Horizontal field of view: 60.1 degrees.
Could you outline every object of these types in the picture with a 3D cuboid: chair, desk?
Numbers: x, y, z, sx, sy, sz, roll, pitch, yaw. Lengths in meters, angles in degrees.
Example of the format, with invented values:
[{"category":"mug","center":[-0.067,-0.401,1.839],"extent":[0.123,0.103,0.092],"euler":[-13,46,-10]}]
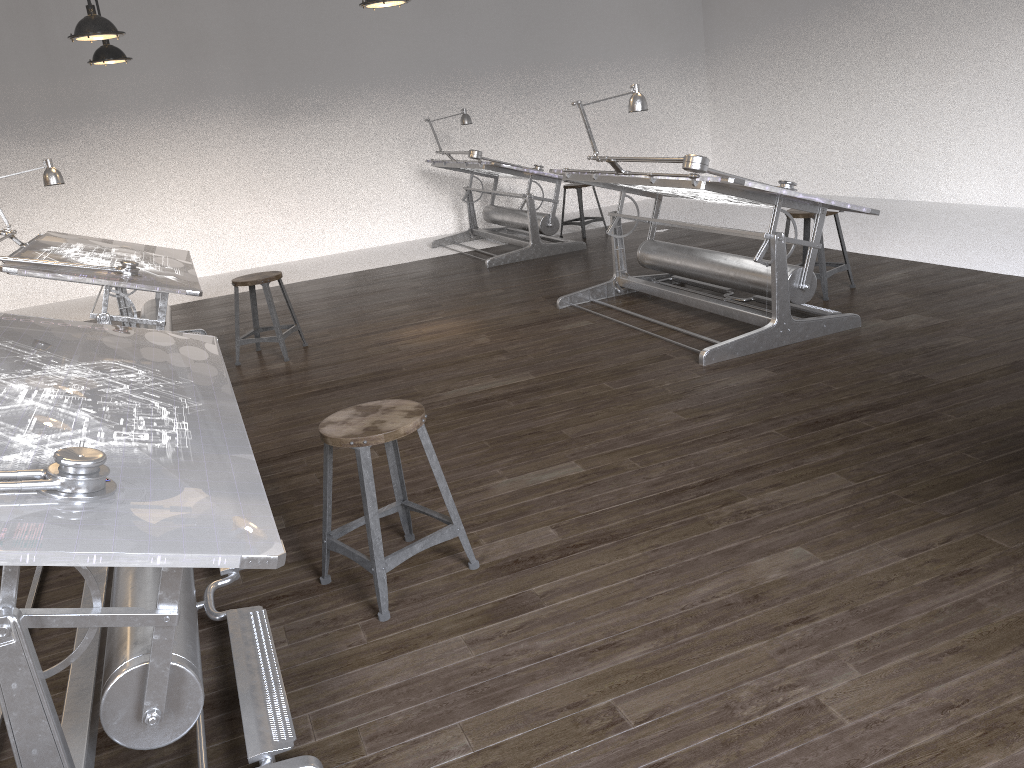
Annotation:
[{"category":"chair","center":[-1.565,-0.424,5.608],"extent":[0.358,0.521,0.377],"euler":[-5,16,9]},{"category":"desk","center":[0.954,-1.050,5.133],"extent":[1.080,1.369,2.089],"euler":[-13,17,-19]},{"category":"desk","center":[-2.466,-0.663,5.288],"extent":[1.080,1.369,2.089],"euler":[-13,17,-19]},{"category":"chair","center":[1.861,-0.816,5.469],"extent":[0.375,0.521,0.360],"euler":[-21,20,-39]},{"category":"chair","center":[-0.380,0.348,2.666],"extent":[0.375,0.521,0.360],"euler":[-21,20,-39]},{"category":"chair","center":[0.699,-1.756,8.934],"extent":[0.375,0.521,0.360],"euler":[-21,20,-39]},{"category":"desk","center":[-1.244,0.140,2.233],"extent":[1.080,1.369,2.303],"euler":[-13,17,-19]},{"category":"desk","center":[-0.208,-1.988,8.593],"extent":[1.080,1.369,2.089],"euler":[-13,17,-19]}]

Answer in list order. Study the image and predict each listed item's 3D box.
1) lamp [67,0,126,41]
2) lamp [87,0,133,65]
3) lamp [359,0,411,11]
[{"category":"lamp","center":[-2.530,-3.065,4.828],"extent":[0.312,2.224,0.315],"euler":[-6,15,5]},{"category":"lamp","center":[-3.096,-3.437,6.244],"extent":[0.315,2.224,0.312],"euler":[-19,19,-38]},{"category":"lamp","center":[-0.888,-3.314,4.979],"extent":[0.312,2.237,0.315],"euler":[-6,15,5]}]
